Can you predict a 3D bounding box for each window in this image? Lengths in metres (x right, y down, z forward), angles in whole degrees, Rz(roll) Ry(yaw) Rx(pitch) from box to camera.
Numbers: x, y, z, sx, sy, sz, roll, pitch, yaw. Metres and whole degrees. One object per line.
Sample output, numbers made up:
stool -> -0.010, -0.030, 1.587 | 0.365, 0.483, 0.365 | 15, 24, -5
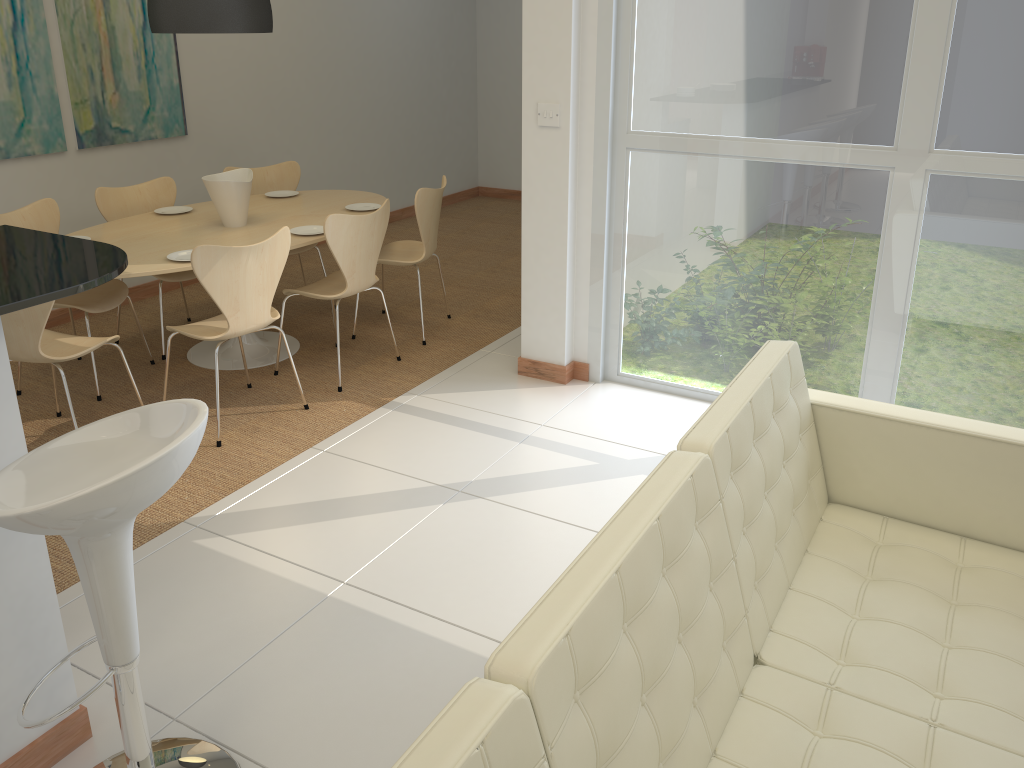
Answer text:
window -> 1.906, -0.955, 3.385 | 3.449, 2.664, 0.123 | 12, 23, 28

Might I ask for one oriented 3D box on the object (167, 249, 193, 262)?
object -> -1.489, -0.592, 4.106 | 0.211, 0.015, 0.213 | -14, 26, -31

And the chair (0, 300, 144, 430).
chair -> -1.964, -0.148, 3.761 | 0.522, 0.890, 0.525 | 5, 21, 13

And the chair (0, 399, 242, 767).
chair -> -0.843, 0.547, 1.916 | 0.465, 1.002, 0.465 | 6, 21, 15

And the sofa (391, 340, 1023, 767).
sofa -> 0.535, 0.766, 1.487 | 1.005, 0.905, 2.603 | 12, 25, 27

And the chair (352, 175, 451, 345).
chair -> -0.636, -0.753, 5.233 | 0.516, 0.890, 0.531 | 5, 21, 12

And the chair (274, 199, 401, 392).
chair -> -0.911, -0.499, 4.616 | 0.518, 0.890, 0.529 | 11, 23, 28

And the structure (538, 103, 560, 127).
structure -> 0.171, -1.263, 4.153 | 0.114, 0.102, 0.013 | 12, 23, 28

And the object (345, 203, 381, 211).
object -> -0.868, -1.030, 5.171 | 0.210, 0.015, 0.214 | -2, 22, -5

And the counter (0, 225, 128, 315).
counter -> -1.868, 0.121, 1.153 | 0.739, 0.019, 3.008 | 12, 25, 27

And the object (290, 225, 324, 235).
object -> -1.047, -0.794, 4.595 | 0.210, 0.015, 0.214 | -5, 23, -13

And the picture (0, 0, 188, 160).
picture -> -2.647, -2.100, 5.074 | 0.020, 1.479, 1.764 | 11, 24, 27

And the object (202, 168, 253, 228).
object -> -1.507, -0.993, 4.743 | 0.272, 0.275, 0.265 | -9, 23, -23

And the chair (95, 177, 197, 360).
chair -> -1.990, -0.686, 5.070 | 0.519, 0.890, 0.528 | 13, 24, 32

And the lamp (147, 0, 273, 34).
lamp -> -1.508, -2.463, 4.222 | 0.597, 1.466, 0.602 | 12, 23, 30

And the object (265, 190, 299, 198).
object -> -1.445, -1.190, 5.559 | 0.210, 0.015, 0.214 | 3, 23, 7

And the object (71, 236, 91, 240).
object -> -2.193, -0.701, 4.372 | 0.212, 0.015, 0.213 | -17, 28, -35

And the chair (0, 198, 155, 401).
chair -> -2.239, -0.445, 4.484 | 0.516, 0.890, 0.531 | 3, 21, 8

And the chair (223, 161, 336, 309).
chair -> -1.495, -0.926, 5.654 | 0.525, 0.890, 0.522 | -14, 25, -33

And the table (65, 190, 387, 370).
table -> -1.526, -0.527, 4.908 | 1.286, 0.716, 2.295 | 12, 25, 28

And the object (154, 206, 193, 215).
object -> -1.942, -0.993, 5.082 | 0.212, 0.015, 0.212 | -19, 29, -39

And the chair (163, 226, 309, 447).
chair -> -1.292, -0.263, 4.042 | 0.519, 0.890, 0.527 | 15, 25, 34
